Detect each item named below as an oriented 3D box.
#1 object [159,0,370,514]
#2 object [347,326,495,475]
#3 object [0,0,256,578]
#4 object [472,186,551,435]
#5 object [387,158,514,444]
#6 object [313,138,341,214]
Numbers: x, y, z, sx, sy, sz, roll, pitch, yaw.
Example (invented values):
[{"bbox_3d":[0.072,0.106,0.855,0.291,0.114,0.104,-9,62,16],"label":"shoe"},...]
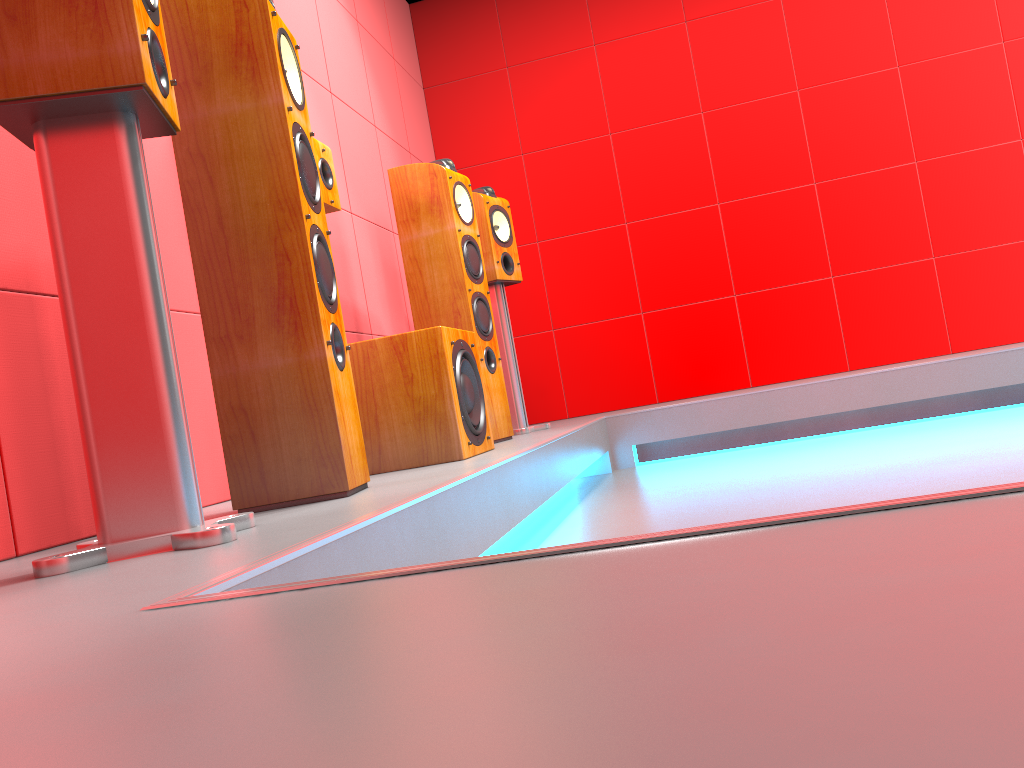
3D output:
[{"bbox_3d":[-0.503,-0.282,1.812,0.238,1.052,0.203,-10,-1,2],"label":"object"},{"bbox_3d":[-0.283,0.050,2.544,0.360,0.360,0.360,-10,-2,12],"label":"object"},{"bbox_3d":[-0.611,-0.279,1.306,0.265,1.058,0.231,-10,-2,-8],"label":"object"},{"bbox_3d":[-0.083,-0.306,3.782,0.265,1.058,0.231,-11,-2,32],"label":"object"},{"bbox_3d":[-0.219,-0.293,3.249,0.238,1.052,0.203,-10,-2,22],"label":"object"},{"bbox_3d":[-0.729,-0.668,2.633,0.235,0.271,0.493,-10,-2,12],"label":"object"}]
